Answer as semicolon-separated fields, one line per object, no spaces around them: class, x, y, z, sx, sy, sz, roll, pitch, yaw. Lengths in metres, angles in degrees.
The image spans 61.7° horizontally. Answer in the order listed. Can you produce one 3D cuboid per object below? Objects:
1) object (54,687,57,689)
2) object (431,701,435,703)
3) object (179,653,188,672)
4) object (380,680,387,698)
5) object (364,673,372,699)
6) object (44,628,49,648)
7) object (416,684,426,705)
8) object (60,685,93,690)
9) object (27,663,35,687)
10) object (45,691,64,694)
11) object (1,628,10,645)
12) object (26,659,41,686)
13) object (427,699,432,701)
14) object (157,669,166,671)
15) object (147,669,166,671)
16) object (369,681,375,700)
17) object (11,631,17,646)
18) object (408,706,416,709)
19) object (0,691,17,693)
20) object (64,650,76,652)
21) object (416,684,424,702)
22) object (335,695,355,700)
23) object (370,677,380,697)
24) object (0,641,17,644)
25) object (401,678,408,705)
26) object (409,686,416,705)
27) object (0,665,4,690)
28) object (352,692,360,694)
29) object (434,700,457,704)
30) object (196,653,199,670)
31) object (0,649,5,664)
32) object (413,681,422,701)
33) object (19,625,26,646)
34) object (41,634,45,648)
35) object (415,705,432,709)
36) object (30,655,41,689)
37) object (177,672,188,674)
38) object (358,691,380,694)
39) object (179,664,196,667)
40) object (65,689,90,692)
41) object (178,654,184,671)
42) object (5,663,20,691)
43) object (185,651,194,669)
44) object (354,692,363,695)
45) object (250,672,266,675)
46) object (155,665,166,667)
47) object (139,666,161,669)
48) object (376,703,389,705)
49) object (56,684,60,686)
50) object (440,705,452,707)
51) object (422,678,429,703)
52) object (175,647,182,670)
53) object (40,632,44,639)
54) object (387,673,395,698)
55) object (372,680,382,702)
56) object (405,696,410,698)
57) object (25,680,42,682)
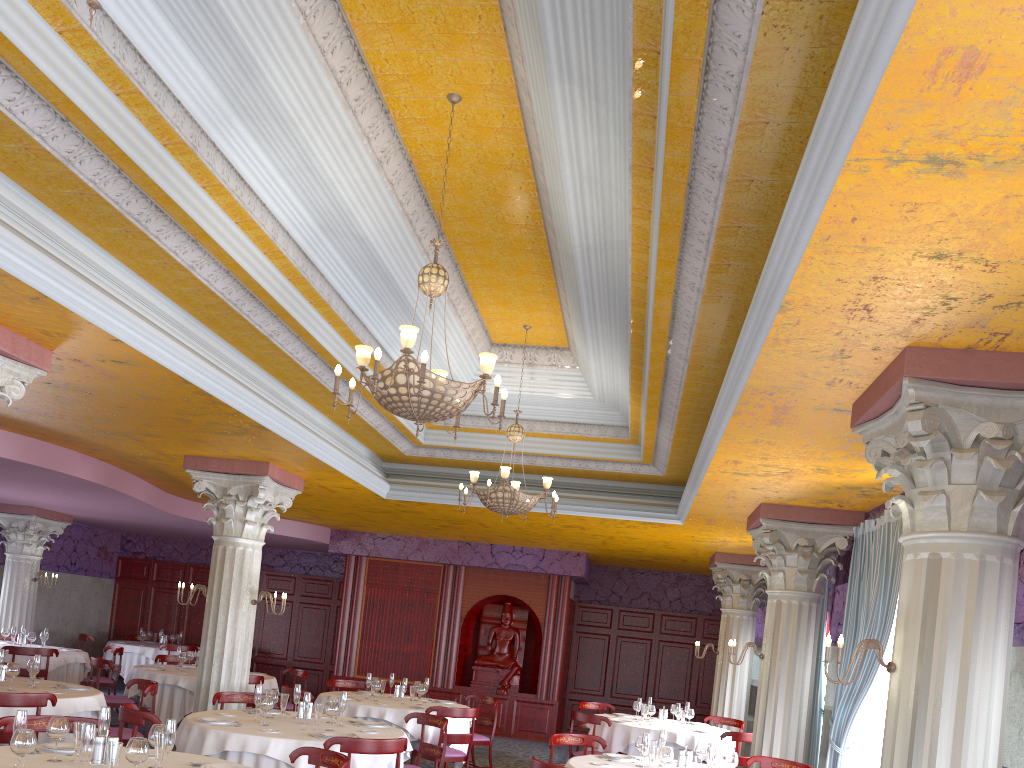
object;-4.582;3.050;8.594;0.030;0.010;0.140;15;-18;-31
object;-1.041;4.266;11.475;0.030;0.010;0.140;15;-18;-31
object;-4.678;3.952;12.169;0.121;0.260;0.125;5;-4;22
object;-1.726;4.069;11.437;0.085;0.234;0.088;4;-4;34
object;-1.851;3.889;11.029;0.073;0.330;0.075;4;-3;45
object;-7.330;4.009;13.464;0.074;0.330;0.074;6;-2;0
object;-1.165;3.971;10.938;0.122;0.260;0.124;6;-4;0
object;-4.444;3.101;8.741;0.312;0.023;0.326;4;-16;8
object;-4.762;2.893;8.508;0.086;0.234;0.086;7;-3;-11
object;-4.401;2.966;8.235;0.158;0.009;0.165;-3;-18;28
object;-8.025;3.996;13.554;0.121;0.260;0.125;2;-6;45
object;-4.817;2.904;8.611;0.121;0.260;0.125;5;-4;22
object;-1.057;4.345;11.768;0.263;0.019;0.055;16;-18;-32
object;-4.923;3.966;11.888;0.263;0.019;0.055;16;-18;-32
object;-4.949;3.980;11.917;0.260;0.003;0.022;18;-20;-37
object;-1.773;3.917;10.930;0.086;0.234;0.086;7;-3;-11
object;-7.924;4.036;13.609;0.086;0.234;0.086;7;-3;-11
object;-1.204;3.952;10.455;0.028;0.013;0.235;15;-18;-34
object;-4.586;2.774;7.667;0.312;0.023;0.326;4;-16;8
object;-7.009;4.253;13.635;0.238;0.013;0.028;18;-18;-36
object;-1.222;4.109;11.389;0.085;0.234;0.087;6;-3;11
object;-2.114;3.917;10.693;0.312;0.023;0.326;4;-16;8
object;-1.827;4.029;11.382;0.122;0.260;0.124;6;-4;0
object;-8.170;4.211;13.939;0.315;0.023;0.323;9;-16;-11
object;-1.360;3.874;10.799;0.073;0.330;0.075;4;-3;45
object;-1.269;3.957;10.882;0.085;0.234;0.088;4;-4;34
object;-4.809;2.741;8.001;0.085;0.234;0.088;4;-4;34
object;-2.117;4.186;11.613;0.056;0.019;0.261;15;-18;-30
object;-0.903;4.317;11.622;0.315;0.023;0.323;9;-16;-11
object;-4.689;4.141;12.779;0.086;0.234;0.086;7;-3;-11
object;-5.164;2.840;8.641;0.073;0.330;0.075;4;-3;45
object;-1.276;4.120;11.492;0.122;0.260;0.124;6;-4;0
object;-7.822;4.023;13.695;0.074;0.330;0.074;6;-2;0
object;-7.419;4.076;13.561;0.085;0.234;0.088;4;-4;34
object;-1.045;3.990;10.548;0.312;0.023;0.326;4;-16;8
object;-4.673;2.826;8.411;0.073;0.330;0.075;4;-3;45
object;-4.552;3.999;11.846;0.161;0.009;0.162;12;-17;-20
object;-1.972;4.244;11.767;0.323;0.023;0.315;20;-21;-39
object;-4.935;4.316;13.108;0.312;0.023;0.326;4;-16;8
object;-4.352;3.070;8.581;0.238;0.013;0.028;18;-18;-36
object;-4.736;3.989;12.272;0.086;0.234;0.086;7;-3;-11
object;-4.706;2.755;8.057;0.121;0.260;0.125;5;-4;22
object;-4.790;4.101;12.723;0.121;0.260;0.125;5;-4;22
object;-2.089;4.205;11.638;0.022;0.003;0.256;17;-19;-34
object;-3.866;4.389;12.963;0.312;0.023;0.326;4;-16;8
object;-5.163;4.146;12.580;0.158;0.009;0.165;-3;-18;28
object;-5.077;3.989;12.034;0.312;0.023;0.326;4;-16;8
object;-1.589;3.927;10.505;0.158;0.009;0.165;4;-16;8
object;-4.598;3.129;8.886;0.263;0.019;0.055;16;-18;-32
object;-0.861;4.182;11.117;0.158;0.009;0.165;4;-16;8
object;-1.133;4.042;11.292;0.073;0.330;0.075;4;-3;45
object;-4.815;3.960;12.370;0.073;0.330;0.075;4;-3;45
object;-7.474;4.087;13.664;0.122;0.260;0.124;6;-4;0
object;-1.624;4.056;11.522;0.073;0.330;0.075;4;-3;45
object;-1.715;3.880;10.828;0.122;0.260;0.124;6;-4;0
object;-1.471;4.330;11.851;0.163;0.009;0.160;20;-21;-39
object;-5.012;3.114;8.969;0.160;0.009;0.164;9;-16;-11
